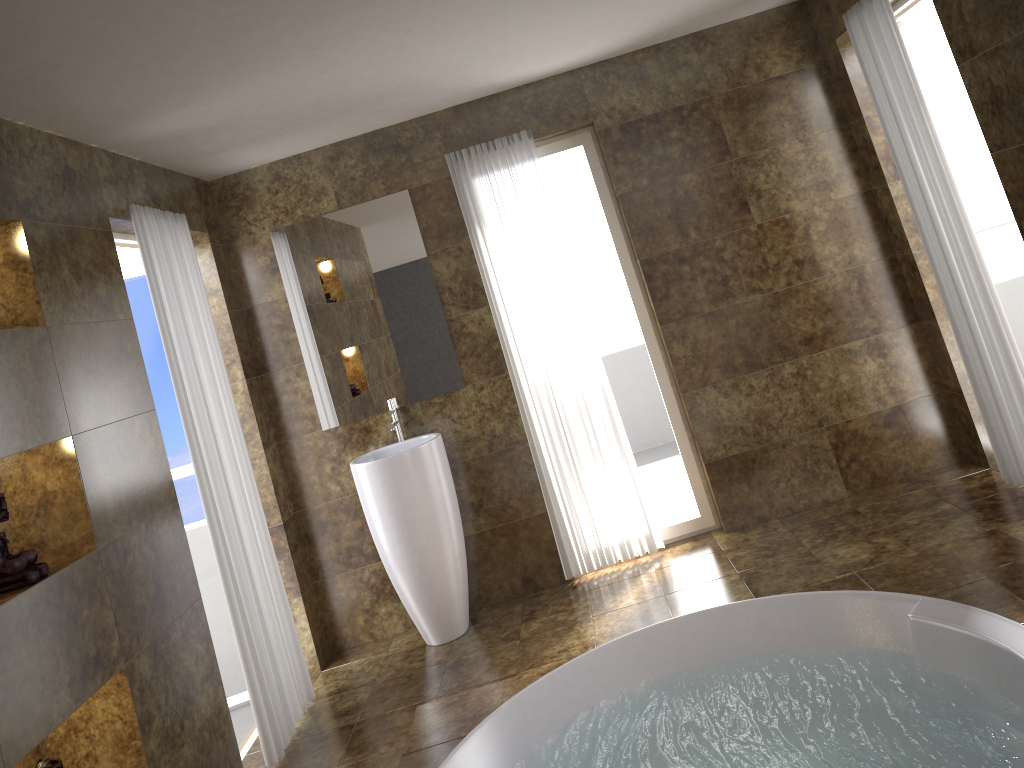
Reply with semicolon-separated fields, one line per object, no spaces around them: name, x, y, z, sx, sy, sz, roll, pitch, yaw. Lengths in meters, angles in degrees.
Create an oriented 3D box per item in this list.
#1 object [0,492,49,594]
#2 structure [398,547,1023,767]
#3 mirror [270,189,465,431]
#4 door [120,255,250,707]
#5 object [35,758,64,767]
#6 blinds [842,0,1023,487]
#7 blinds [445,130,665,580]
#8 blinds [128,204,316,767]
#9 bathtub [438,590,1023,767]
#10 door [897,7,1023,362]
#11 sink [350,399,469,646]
object;-1.425;0.433;2.425;0.174;0.288;0.110;-17;-5;1
structure;0.586;1.058;2.146;2.002;0.125;2.002;-17;6;2
mirror;-0.763;-0.395;4.521;0.767;1.102;0.008;-17;-7;0
door;-1.865;0.524;4.157;0.972;2.248;0.039;-16;-7;-10
object;-1.211;1.136;2.313;0.152;0.276;0.149;-17;-4;2
blinds;1.891;-0.638;3.778;0.069;2.298;0.476;-17;-6;4
blinds;0.192;-0.192;4.429;0.519;2.286;0.066;-17;-7;0
blinds;-1.222;0.322;3.689;0.067;2.298;0.591;-17;-6;4
bathtub;0.583;1.050;2.146;1.696;0.527;1.799;-14;5;33
door;2.502;-0.790;3.955;0.926;2.248;0.041;-20;-8;35
sink;-0.470;0.649;4.171;0.457;1.147;0.432;-17;-5;5
